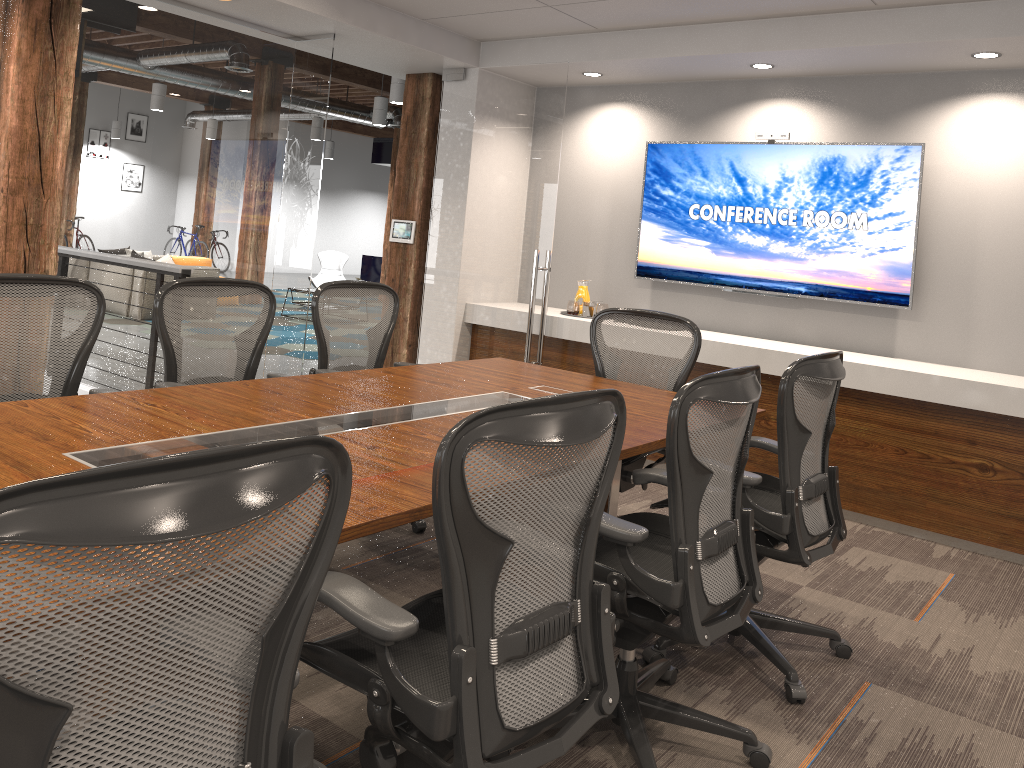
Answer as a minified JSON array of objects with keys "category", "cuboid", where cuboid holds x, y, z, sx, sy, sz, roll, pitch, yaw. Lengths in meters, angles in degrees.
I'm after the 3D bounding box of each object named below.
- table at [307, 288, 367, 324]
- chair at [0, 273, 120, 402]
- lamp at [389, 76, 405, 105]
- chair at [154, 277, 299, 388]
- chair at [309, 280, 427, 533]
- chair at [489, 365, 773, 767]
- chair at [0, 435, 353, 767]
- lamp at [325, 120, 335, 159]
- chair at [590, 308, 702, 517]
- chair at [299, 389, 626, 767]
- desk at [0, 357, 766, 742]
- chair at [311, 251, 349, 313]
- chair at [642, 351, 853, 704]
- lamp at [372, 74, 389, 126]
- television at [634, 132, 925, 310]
[{"category":"table","cuboid":[-2.565,-1.092,12.033,0.853,0.386,0.848,11,9,36]},{"category":"chair","cuboid":[-1.579,0.197,2.934,0.768,1.088,0.799,6,3,29]},{"category":"lamp","cuboid":[-1.254,-4.220,10.239,0.205,1.860,0.204,4,-2,37]},{"category":"chair","cuboid":[-1.122,0.122,3.630,0.797,1.088,0.769,6,2,20]},{"category":"chair","cuboid":[-0.624,0.069,4.216,0.770,1.088,0.796,7,3,43]},{"category":"chair","cuboid":[0.331,0.445,2.493,0.796,1.088,0.771,3,3,-43]},{"category":"chair","cuboid":[-0.657,0.570,1.213,0.769,1.088,0.798,7,3,38]},{"category":"lamp","cuboid":[-4.182,-6.180,20.327,0.205,1.860,0.204,4,-2,37]},{"category":"chair","cuboid":[0.495,0.211,3.975,0.775,1.088,0.792,6,3,20]},{"category":"chair","cuboid":[-0.151,0.517,1.803,0.798,1.088,0.769,6,2,22]},{"category":"desk","cuboid":[-1.347,0.601,1.623,1.421,0.750,6.036,10,11,36]},{"category":"chair","cuboid":[-2.817,-1.576,13.344,0.672,0.919,0.799,4,3,-26]},{"category":"chair","cuboid":[0.806,0.381,3.132,0.769,1.088,0.798,7,3,38]},{"category":"lamp","cuboid":[-1.848,-4.680,12.660,0.205,1.860,0.204,4,-2,37]},{"category":"television","cuboid":[1.726,-1.151,5.884,1.932,1.104,0.064,10,2,37]}]
